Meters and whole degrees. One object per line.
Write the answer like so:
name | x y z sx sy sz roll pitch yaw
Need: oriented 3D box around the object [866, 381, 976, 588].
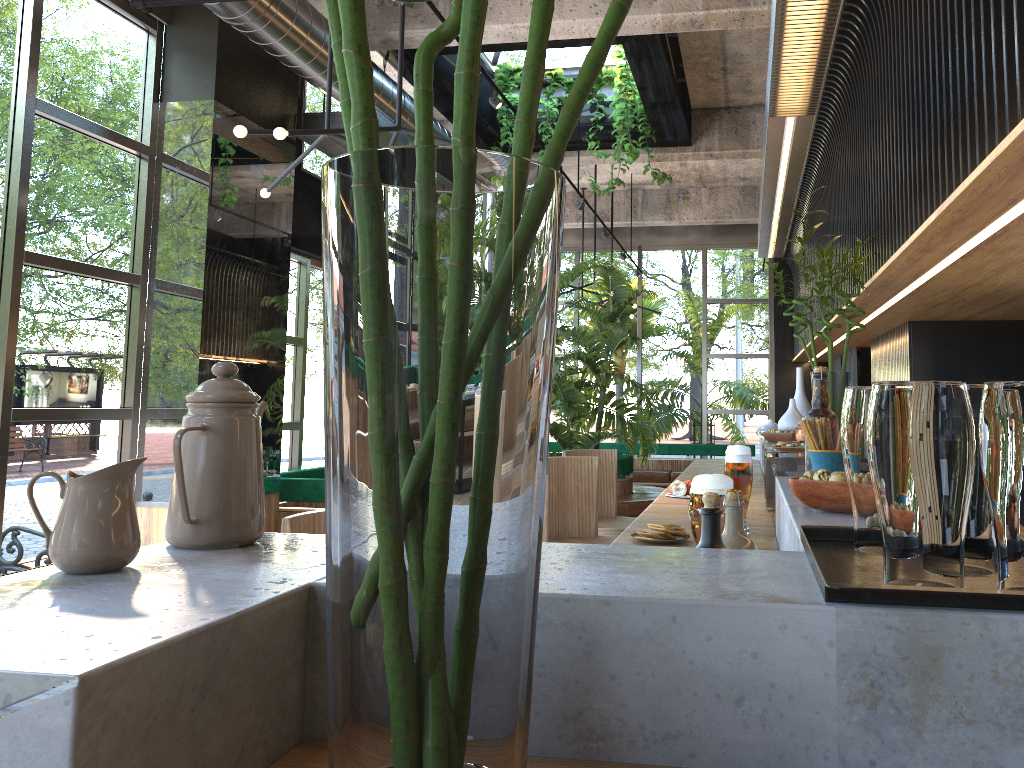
object | 0.418 0.103 0.907 0.110 0.210 0.100 4 -6 -32

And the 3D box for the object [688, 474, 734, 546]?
object | 0.481 0.301 2.133 0.110 0.173 0.138 0 -4 7

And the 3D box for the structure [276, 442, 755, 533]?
structure | 0.181 0.685 3.055 5.923 1.557 20.375 0 -1 14

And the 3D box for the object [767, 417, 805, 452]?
object | 1.222 0.215 3.856 0.205 0.135 0.820 0 -2 21

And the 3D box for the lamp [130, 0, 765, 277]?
lamp | 0.642 -2.121 7.937 3.728 1.540 10.145 0 -2 12

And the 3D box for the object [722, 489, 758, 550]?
object | 0.329 0.261 1.313 0.072 0.211 0.068 3 -6 -20

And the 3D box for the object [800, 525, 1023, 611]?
object | 0.476 0.201 1.002 0.268 0.019 0.443 0 -1 14

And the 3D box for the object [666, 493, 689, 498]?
object | 0.652 0.413 3.288 0.161 0.005 0.172 0 -1 24

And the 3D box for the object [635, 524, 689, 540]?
object | 0.369 0.366 2.194 0.148 0.041 0.092 2 -3 -44

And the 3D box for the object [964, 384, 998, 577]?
object | 0.504 0.106 1.003 0.110 0.210 0.100 5 -7 -42

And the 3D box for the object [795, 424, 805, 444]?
object | 1.323 0.236 4.099 0.160 0.107 0.086 2 -4 -32

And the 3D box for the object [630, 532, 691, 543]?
object | 0.366 0.381 2.191 0.154 0.013 0.145 1 -1 -16

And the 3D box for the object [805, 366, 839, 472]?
object | 0.706 0.097 2.024 0.078 0.278 0.071 6 -7 -41

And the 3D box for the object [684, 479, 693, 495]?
object | 0.669 0.384 3.292 0.072 0.060 0.127 2 -2 -17

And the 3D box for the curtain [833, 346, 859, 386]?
curtain | 4.016 0.639 10.775 0.119 2.070 3.316 0 -3 15

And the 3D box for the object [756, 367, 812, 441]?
object | 1.491 0.108 4.713 0.329 0.400 0.305 3 -5 -29

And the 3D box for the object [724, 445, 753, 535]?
object | 0.598 0.277 2.341 0.078 0.234 0.071 6 -8 -44

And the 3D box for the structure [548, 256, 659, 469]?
structure | 0.449 -0.039 9.997 2.444 3.458 2.641 1 -4 -2

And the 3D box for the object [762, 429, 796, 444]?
object | 1.360 0.262 4.470 0.186 0.073 0.234 -1 -2 33

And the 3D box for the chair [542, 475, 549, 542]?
chair | 0.165 0.838 3.581 0.522 0.975 0.569 -3 -6 36

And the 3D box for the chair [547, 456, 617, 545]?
chair | 0.344 0.857 4.320 0.559 0.975 0.532 2 -5 -12

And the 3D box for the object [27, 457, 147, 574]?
object | -0.454 0.140 0.963 0.097 0.120 0.089 -1 -5 21

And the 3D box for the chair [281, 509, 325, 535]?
chair | -0.263 0.798 2.029 0.569 0.975 0.522 4 -6 -30

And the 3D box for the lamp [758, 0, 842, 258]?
lamp | 1.990 -1.936 2.261 4.925 2.145 6.783 0 -2 7

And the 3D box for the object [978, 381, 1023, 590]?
object | 0.519 0.103 0.877 0.110 0.210 0.100 4 -6 -32

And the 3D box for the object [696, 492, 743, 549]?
object | 0.301 0.257 1.244 0.067 0.216 0.170 -3 -6 38

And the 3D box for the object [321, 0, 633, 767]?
object | -0.027 -0.427 0.797 0.656 1.559 0.596 -1 -6 18

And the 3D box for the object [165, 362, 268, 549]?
object | -0.381 0.088 1.161 0.121 0.236 0.207 3 -4 -18

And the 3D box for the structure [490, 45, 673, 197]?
structure | 0.739 -2.504 8.712 2.068 1.526 1.473 -2 -5 42

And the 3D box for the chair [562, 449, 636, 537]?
chair | 0.556 0.878 5.114 0.529 0.975 0.561 -1 -5 23

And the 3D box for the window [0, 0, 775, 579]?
window | -0.852 -1.801 3.493 4.067 6.530 20.625 0 -2 15

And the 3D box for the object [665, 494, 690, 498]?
object | 0.651 0.411 3.284 0.125 0.005 0.116 2 -2 -38

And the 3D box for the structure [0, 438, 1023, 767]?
structure | 2.274 0.581 1.788 5.743 1.740 7.217 0 -2 13

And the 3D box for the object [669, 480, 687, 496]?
object | 0.614 0.383 3.286 0.060 0.059 0.074 1 -3 4

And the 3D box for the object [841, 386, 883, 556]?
object | 0.474 0.108 1.132 0.110 0.210 0.100 4 -6 -32

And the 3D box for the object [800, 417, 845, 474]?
object | 0.657 0.150 1.855 0.107 0.162 0.103 5 -6 -43

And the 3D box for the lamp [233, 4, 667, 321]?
lamp | 0.494 -2.067 3.538 4.996 1.833 19.148 0 -1 15

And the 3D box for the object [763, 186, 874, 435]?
object | 1.656 -0.320 4.711 0.610 1.559 0.640 5 -7 -39

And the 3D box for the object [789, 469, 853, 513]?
object | 0.598 0.187 1.598 0.186 0.073 0.234 -1 -2 33
